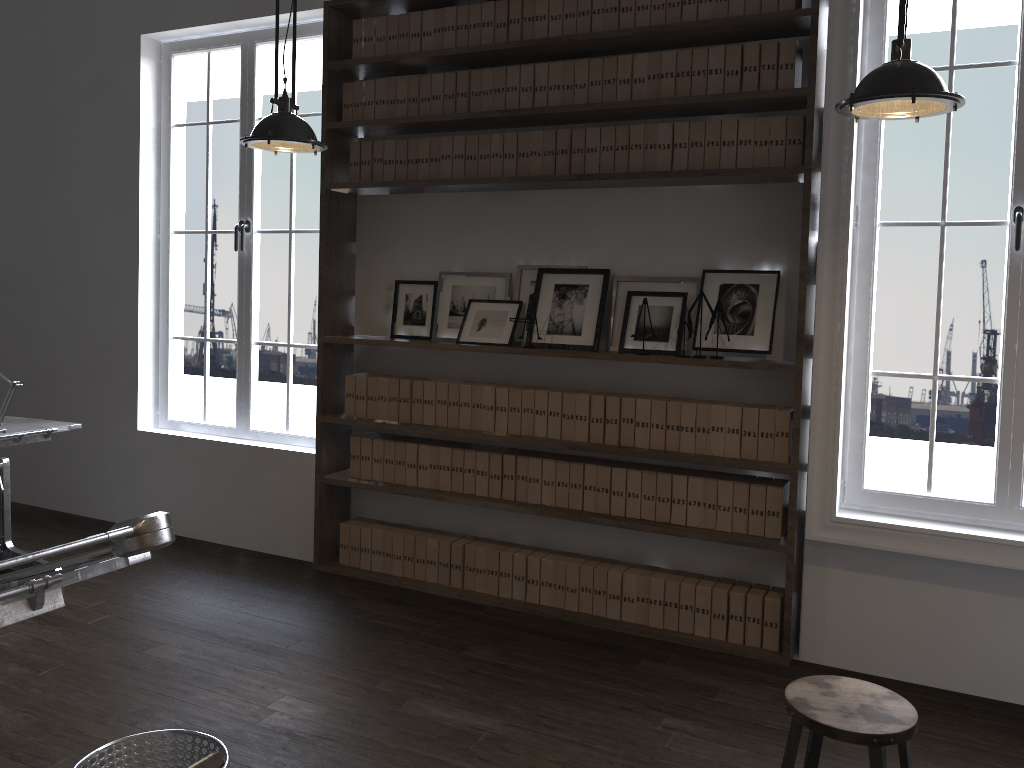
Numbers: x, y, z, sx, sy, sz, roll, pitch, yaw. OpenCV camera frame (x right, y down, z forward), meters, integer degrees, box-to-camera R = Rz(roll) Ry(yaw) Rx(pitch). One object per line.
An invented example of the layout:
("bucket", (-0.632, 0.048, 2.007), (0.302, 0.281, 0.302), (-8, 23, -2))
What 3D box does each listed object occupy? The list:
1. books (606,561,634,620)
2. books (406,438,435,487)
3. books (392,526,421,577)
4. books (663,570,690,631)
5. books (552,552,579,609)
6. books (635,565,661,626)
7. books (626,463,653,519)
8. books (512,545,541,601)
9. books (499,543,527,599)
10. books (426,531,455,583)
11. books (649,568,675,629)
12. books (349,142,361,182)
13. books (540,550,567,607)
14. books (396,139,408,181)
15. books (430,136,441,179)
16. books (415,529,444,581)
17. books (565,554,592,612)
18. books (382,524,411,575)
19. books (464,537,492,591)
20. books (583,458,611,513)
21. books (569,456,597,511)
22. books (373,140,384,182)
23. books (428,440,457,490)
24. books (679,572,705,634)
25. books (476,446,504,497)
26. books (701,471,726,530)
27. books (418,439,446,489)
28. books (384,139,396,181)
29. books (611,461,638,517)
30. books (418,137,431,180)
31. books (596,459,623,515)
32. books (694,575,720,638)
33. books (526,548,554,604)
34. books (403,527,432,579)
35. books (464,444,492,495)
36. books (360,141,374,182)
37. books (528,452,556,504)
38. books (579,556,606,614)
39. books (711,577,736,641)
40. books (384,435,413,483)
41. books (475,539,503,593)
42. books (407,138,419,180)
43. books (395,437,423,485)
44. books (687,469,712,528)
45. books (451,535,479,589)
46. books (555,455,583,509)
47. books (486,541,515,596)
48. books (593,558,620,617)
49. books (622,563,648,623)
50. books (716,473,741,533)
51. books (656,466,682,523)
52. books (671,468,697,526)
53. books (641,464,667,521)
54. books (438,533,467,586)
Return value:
("books", (0.507, 0.967, 4.151), (0.067, 0.225, 0.175), (3, 4, 26))
("books", (-0.478, 0.407, 4.622), (0.067, 0.225, 0.175), (3, 4, 26))
("books", (-0.558, 0.882, 4.677), (0.067, 0.225, 0.175), (3, 4, 26))
("books", (0.750, 0.985, 4.036), (0.067, 0.225, 0.175), (3, 4, 26))
("books", (0.261, 0.947, 4.277), (0.067, 0.225, 0.175), (3, 4, 26))
("books", (0.630, 0.976, 4.095), (0.067, 0.225, 0.175), (3, 4, 26))
("books", (0.589, 0.492, 4.096), (0.067, 0.225, 0.175), (3, 4, 26))
("books", (0.072, 0.932, 4.369), (0.067, 0.225, 0.175), (3, 4, 26))
("books", (0.006, 0.927, 4.398), (0.067, 0.225, 0.175), (3, 4, 26))
("books", (-0.370, 0.897, 4.586), (0.067, 0.225, 0.175), (3, 4, 26))
("books", (0.688, 0.981, 4.061), (0.067, 0.225, 0.175), (3, 4, 26))
("books", (-0.788, -1.165, 4.726), (0.067, 0.225, 0.175), (3, 4, 26))
("books", (0.204, 0.942, 4.304), (0.067, 0.225, 0.175), (3, 4, 26))
("books", (-0.527, -1.144, 4.597), (0.067, 0.225, 0.175), (3, 4, 26))
("books", (-0.344, -1.130, 4.505), (0.067, 0.225, 0.175), (3, 4, 26))
("books", (-0.432, 0.891, 4.621), (0.067, 0.225, 0.175), (3, 4, 26))
("books", (0.319, 0.952, 4.243), (0.067, 0.225, 0.175), (3, 4, 26))
("books", (-0.616, 0.877, 4.711), (0.067, 0.225, 0.175), (3, 4, 26))
("books", (-0.171, 0.912, 4.493), (0.067, 0.225, 0.175), (3, 4, 26))
("books", (0.404, 0.477, 4.189), (0.067, 0.225, 0.175), (3, 4, 26))
("books", (0.337, 0.472, 4.223), (0.067, 0.225, 0.175), (3, 4, 26))
("books", (-0.654, -1.155, 4.660), (0.067, 0.225, 0.175), (3, 4, 26))
("books", (-0.356, 0.417, 4.565), (0.067, 0.225, 0.175), (3, 4, 26))
("books", (0.814, 0.990, 4.005), (0.067, 0.225, 0.175), (3, 4, 26))
("books", (-0.110, 0.436, 4.441), (0.067, 0.225, 0.175), (3, 4, 26))
("books", (0.899, 0.516, 3.944), (0.067, 0.225, 0.175), (3, 4, 26))
("books", (-0.413, 0.412, 4.592), (0.067, 0.225, 0.175), (3, 4, 26))
("books", (-0.593, -1.149, 4.624), (0.067, 0.225, 0.175), (3, 4, 26))
("books", (0.523, 0.487, 4.125), (0.067, 0.225, 0.175), (3, 4, 26))
("books", (-0.406, -1.134, 4.530), (0.067, 0.225, 0.175), (3, 4, 26))
("books", (0.458, 0.482, 4.157), (0.067, 0.225, 0.175), (3, 4, 26))
("books", (0.876, 0.996, 3.970), (0.067, 0.225, 0.175), (3, 4, 26))
("books", (0.138, 0.937, 4.334), (0.067, 0.225, 0.175), (3, 4, 26))
("books", (-0.495, 0.886, 4.653), (0.067, 0.225, 0.175), (3, 4, 26))
("books", (-0.172, 0.431, 4.476), (0.067, 0.225, 0.175), (3, 4, 26))
("books", (-0.724, -1.160, 4.688), (0.067, 0.225, 0.175), (3, 4, 26))
("books", (0.145, 0.457, 4.312), (0.067, 0.225, 0.175), (3, 4, 26))
("books", (0.384, 0.956, 4.219), (0.067, 0.225, 0.175), (3, 4, 26))
("books", (0.941, 1.000, 3.943), (0.067, 0.225, 0.175), (3, 4, 26))
("books", (-0.601, 0.397, 4.689), (0.067, 0.225, 0.175), (3, 4, 26))
("books", (-0.113, 0.917, 4.462), (0.067, 0.225, 0.175), (3, 4, 26))
("books", (-0.464, -1.139, 4.565), (0.067, 0.225, 0.175), (3, 4, 26))
("books", (-0.540, 0.402, 4.657), (0.067, 0.225, 0.175), (3, 4, 26))
("books", (0.842, 0.512, 3.971), (0.067, 0.225, 0.175), (3, 4, 26))
("books", (-0.240, 0.907, 4.521), (0.067, 0.225, 0.175), (3, 4, 26))
("books", (0.276, 0.467, 4.256), (0.067, 0.225, 0.175), (3, 4, 26))
("books", (-0.059, 0.922, 4.430), (0.067, 0.225, 0.175), (3, 4, 26))
("books", (0.446, 0.961, 4.186), (0.067, 0.225, 0.175), (3, 4, 26))
("books", (0.573, 0.972, 4.121), (0.067, 0.225, 0.175), (3, 4, 26))
("books", (0.957, 0.521, 3.911), (0.067, 0.225, 0.175), (3, 4, 26))
("books", (0.715, 0.502, 4.036), (0.067, 0.225, 0.175), (3, 4, 26))
("books", (0.776, 0.507, 4.001), (0.067, 0.225, 0.175), (3, 4, 26))
("books", (0.654, 0.497, 4.068), (0.067, 0.225, 0.175), (3, 4, 26))
("books", (-0.304, 0.902, 4.559), (0.067, 0.225, 0.175), (3, 4, 26))
